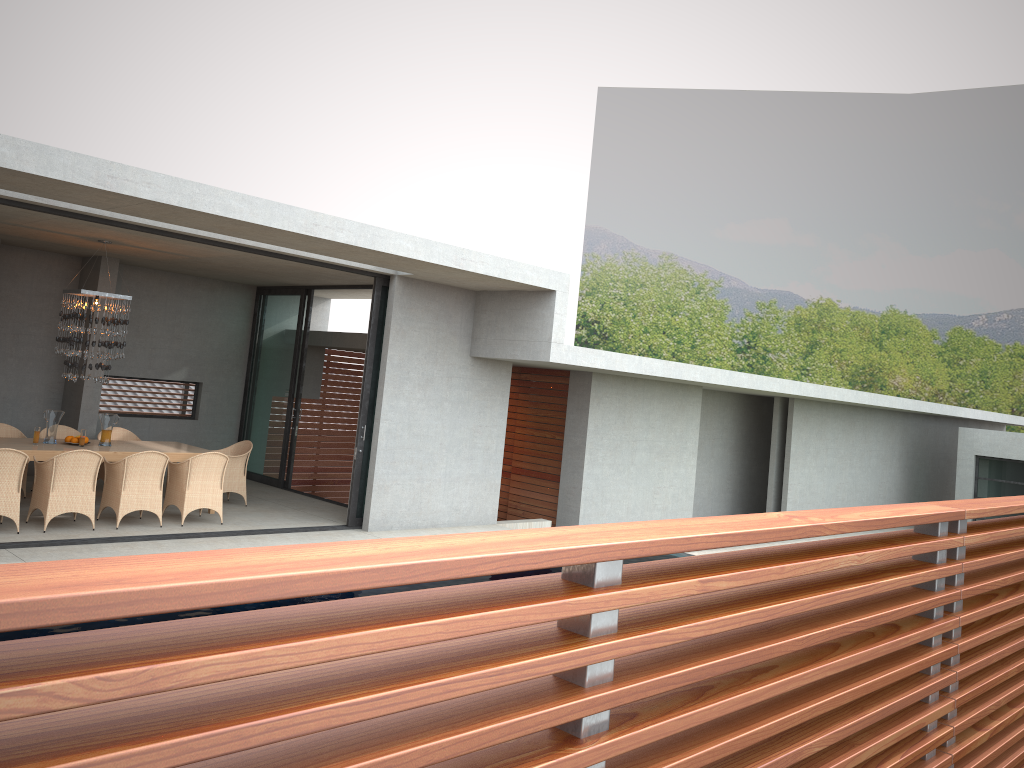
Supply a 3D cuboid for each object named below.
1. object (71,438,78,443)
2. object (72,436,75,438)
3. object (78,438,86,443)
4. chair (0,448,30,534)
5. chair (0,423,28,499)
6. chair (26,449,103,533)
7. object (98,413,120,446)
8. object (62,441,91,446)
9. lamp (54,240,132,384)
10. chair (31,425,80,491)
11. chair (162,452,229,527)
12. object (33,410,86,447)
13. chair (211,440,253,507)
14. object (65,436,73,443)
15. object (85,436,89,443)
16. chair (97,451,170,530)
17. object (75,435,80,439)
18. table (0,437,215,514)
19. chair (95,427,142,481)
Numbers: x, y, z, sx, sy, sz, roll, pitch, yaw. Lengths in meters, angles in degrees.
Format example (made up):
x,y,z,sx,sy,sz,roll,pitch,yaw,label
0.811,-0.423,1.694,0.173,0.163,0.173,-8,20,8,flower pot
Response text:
x,y,z,sx,sy,sz,roll,pitch,yaw,label
-5.186,0.677,10.473,0.081,0.081,0.080,6,-3,-17,object
-5.282,0.665,10.596,0.087,0.087,0.086,5,-3,5,object
-5.121,0.679,10.525,0.087,0.087,0.086,4,-3,35,object
-5.279,1.044,8.932,0.631,0.869,0.613,2,-5,44,chair
-6.351,0.943,10.971,0.631,0.869,0.613,2,-5,44,chair
-4.768,1.096,9.457,0.631,0.869,0.613,2,-5,44,chair
-4.939,0.559,10.776,0.193,0.389,0.191,4,-4,26,object
-5.203,0.709,10.559,0.310,0.034,0.308,6,0,13,object
-5.104,-0.884,10.820,0.618,1.767,0.615,1,-6,44,lamp
-5.840,0.995,11.497,0.631,0.869,0.613,2,-5,44,chair
-3.746,1.201,10.508,0.631,0.869,0.613,2,-5,44,chair
-5.334,0.519,10.436,0.538,0.389,0.325,7,-3,-30,object
-3.900,1.190,11.975,0.618,0.869,0.626,2,-5,44,chair
-5.267,0.664,10.507,0.094,0.095,0.094,4,-3,34,object
-5.138,0.675,10.616,0.094,0.095,0.094,4,-3,33,object
-4.257,1.149,9.983,0.631,0.869,0.613,2,-5,44,chair
-5.173,0.633,10.524,0.071,0.048,0.071,6,-2,5,object
-5.299,1.099,10.470,1.282,0.762,3.236,4,-1,44,table
-5.329,1.048,12.022,0.631,0.869,0.613,2,-5,44,chair
